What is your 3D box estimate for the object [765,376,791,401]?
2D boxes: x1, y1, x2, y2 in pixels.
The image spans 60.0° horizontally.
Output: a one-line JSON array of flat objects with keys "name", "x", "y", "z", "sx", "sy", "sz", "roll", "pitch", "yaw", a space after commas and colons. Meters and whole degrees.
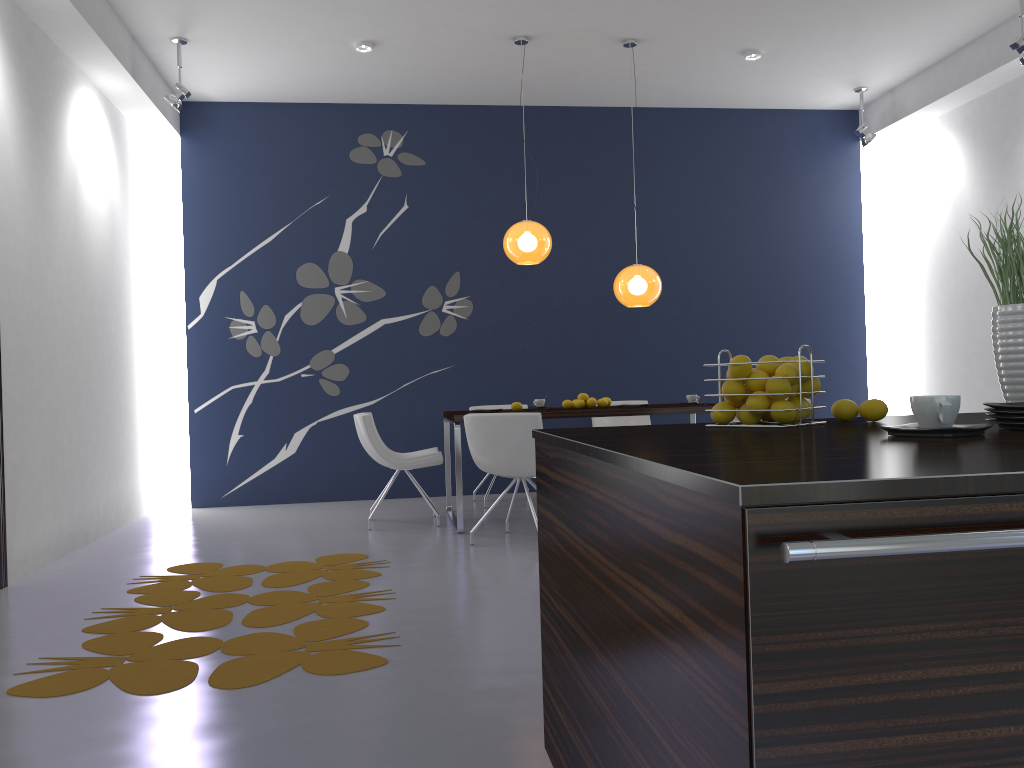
[{"name": "object", "x": 0.571, "y": 0.009, "z": 1.901, "sx": 0.053, "sy": 0.055, "sz": 0.060, "roll": -2, "pitch": 0, "yaw": 35}]

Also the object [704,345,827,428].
[{"name": "object", "x": 0.567, "y": 0.005, "z": 1.990, "sx": 0.189, "sy": 0.174, "sz": 0.207, "roll": -2, "pitch": 0, "yaw": -43}]

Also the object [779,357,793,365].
[{"name": "object", "x": 0.629, "y": -0.037, "z": 2.018, "sx": 0.063, "sy": 0.051, "sz": 0.053, "roll": -2, "pitch": 0, "yaw": 40}]

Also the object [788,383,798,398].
[{"name": "object", "x": 0.604, "y": 0.005, "z": 1.972, "sx": 0.064, "sy": 0.053, "sz": 0.051, "roll": -2, "pitch": 0, "yaw": -5}]

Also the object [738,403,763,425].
[{"name": "object", "x": 0.531, "y": 0.066, "z": 1.972, "sx": 0.050, "sy": 0.055, "sz": 0.061, "roll": -2, "pitch": 0, "yaw": 38}]

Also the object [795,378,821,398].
[{"name": "object", "x": 0.659, "y": 0.006, "z": 1.988, "sx": 0.053, "sy": 0.051, "sz": 0.063, "roll": -2, "pitch": 0, "yaw": -39}]

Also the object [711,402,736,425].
[{"name": "object", "x": 0.476, "y": 0.066, "z": 1.995, "sx": 0.053, "sy": 0.052, "sz": 0.062, "roll": -2, "pitch": 0, "yaw": 31}]

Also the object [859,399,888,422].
[{"name": "object", "x": 0.818, "y": 0.059, "z": 2.010, "sx": 0.053, "sy": 0.051, "sz": 0.063, "roll": -2, "pitch": 0, "yaw": -39}]

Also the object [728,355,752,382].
[{"name": "object", "x": 0.505, "y": -0.035, "z": 1.963, "sx": 0.050, "sy": 0.060, "sz": 0.059, "roll": -2, "pitch": 0, "yaw": -8}]

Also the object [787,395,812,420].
[{"name": "object", "x": 0.647, "y": 0.053, "z": 2.002, "sx": 0.060, "sy": 0.057, "sz": 0.052, "roll": -2, "pitch": 0, "yaw": -6}]

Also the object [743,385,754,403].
[{"name": "object", "x": 0.544, "y": 0.025, "z": 2.019, "sx": 0.051, "sy": 0.053, "sz": 0.062, "roll": -2, "pitch": 0, "yaw": 0}]

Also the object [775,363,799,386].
[{"name": "object", "x": 0.601, "y": -0.020, "z": 1.930, "sx": 0.053, "sy": 0.051, "sz": 0.063, "roll": -2, "pitch": 0, "yaw": 38}]

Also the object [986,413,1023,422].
[{"name": "object", "x": 0.981, "y": 0.060, "z": 1.556, "sx": 0.232, "sy": 0.020, "sz": 0.232, "roll": -2, "pitch": 0, "yaw": 1}]

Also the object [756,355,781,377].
[{"name": "object", "x": 0.576, "y": -0.038, "z": 1.992, "sx": 0.051, "sy": 0.053, "sz": 0.063, "roll": -2, "pitch": 0, "yaw": -6}]

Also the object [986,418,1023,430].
[{"name": "object", "x": 0.982, "y": 0.070, "z": 1.556, "sx": 0.232, "sy": 0.020, "sz": 0.232, "roll": -2, "pitch": 0, "yaw": 1}]

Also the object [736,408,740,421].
[{"name": "object", "x": 0.542, "y": 0.064, "z": 2.052, "sx": 0.051, "sy": 0.053, "sz": 0.063, "roll": -2, "pitch": 0, "yaw": 0}]

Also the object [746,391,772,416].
[{"name": "object", "x": 0.537, "y": 0.042, "z": 1.930, "sx": 0.052, "sy": 0.053, "sz": 0.062, "roll": -2, "pitch": 0, "yaw": 29}]

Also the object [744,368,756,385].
[{"name": "object", "x": 0.567, "y": -0.011, "z": 2.058, "sx": 0.061, "sy": 0.052, "sz": 0.053, "roll": -2, "pitch": 0, "yaw": 5}]

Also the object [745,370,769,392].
[{"name": "object", "x": 0.544, "y": -0.006, "z": 1.963, "sx": 0.055, "sy": 0.051, "sz": 0.061, "roll": -2, "pitch": 0, "yaw": -14}]

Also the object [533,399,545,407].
[{"name": "object", "x": 0.214, "y": 0.152, "z": 6.870, "sx": 0.081, "sy": 0.064, "sz": 0.101, "roll": -2, "pitch": 0, "yaw": 17}]

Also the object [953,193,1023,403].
[{"name": "object", "x": 1.102, "y": -0.175, "z": 1.935, "sx": 0.247, "sy": 0.502, "sz": 0.269, "roll": -2, "pitch": 0, "yaw": 35}]

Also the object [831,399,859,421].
[{"name": "object", "x": 0.771, "y": 0.061, "z": 2.052, "sx": 0.063, "sy": 0.051, "sz": 0.053, "roll": -2, "pitch": 0, "yaw": -4}]

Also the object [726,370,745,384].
[{"name": "object", "x": 0.517, "y": -0.021, "z": 2.029, "sx": 0.051, "sy": 0.053, "sz": 0.063, "roll": -2, "pitch": 0, "yaw": 5}]

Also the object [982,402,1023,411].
[{"name": "object", "x": 1.159, "y": -0.029, "z": 1.502, "sx": 0.646, "sy": 0.147, "sz": 0.269, "roll": -2, "pitch": 0, "yaw": 17}]

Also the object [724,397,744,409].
[{"name": "object", "x": 0.517, "y": 0.029, "z": 2.035, "sx": 0.061, "sy": 0.055, "sz": 0.051, "roll": -2, "pitch": 0, "yaw": -29}]

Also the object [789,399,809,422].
[{"name": "object", "x": 0.621, "y": 0.060, "z": 1.951, "sx": 0.061, "sy": 0.053, "sz": 0.053, "roll": -2, "pitch": 0, "yaw": 35}]

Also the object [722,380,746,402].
[{"name": "object", "x": 0.495, "y": 0.015, "z": 1.980, "sx": 0.053, "sy": 0.054, "sz": 0.061, "roll": -2, "pitch": 0, "yaw": 38}]

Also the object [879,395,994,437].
[{"name": "object", "x": 0.720, "y": 0.055, "z": 1.509, "sx": 0.153, "sy": 0.069, "sz": 0.153, "roll": -2, "pitch": 0, "yaw": -34}]

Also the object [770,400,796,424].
[{"name": "object", "x": 0.582, "y": 0.060, "z": 1.905, "sx": 0.053, "sy": 0.053, "sz": 0.061, "roll": -2, "pitch": 0, "yaw": 37}]

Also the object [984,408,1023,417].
[{"name": "object", "x": 0.981, "y": 0.051, "z": 1.556, "sx": 0.232, "sy": 0.020, "sz": 0.232, "roll": -2, "pitch": 0, "yaw": -4}]

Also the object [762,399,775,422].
[{"name": "object", "x": 0.584, "y": 0.055, "z": 1.997, "sx": 0.057, "sy": 0.060, "sz": 0.052, "roll": -2, "pitch": 0, "yaw": -2}]

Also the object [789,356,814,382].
[{"name": "object", "x": 0.639, "y": -0.033, "z": 1.966, "sx": 0.052, "sy": 0.060, "sz": 0.057, "roll": -2, "pitch": 0, "yaw": -20}]
